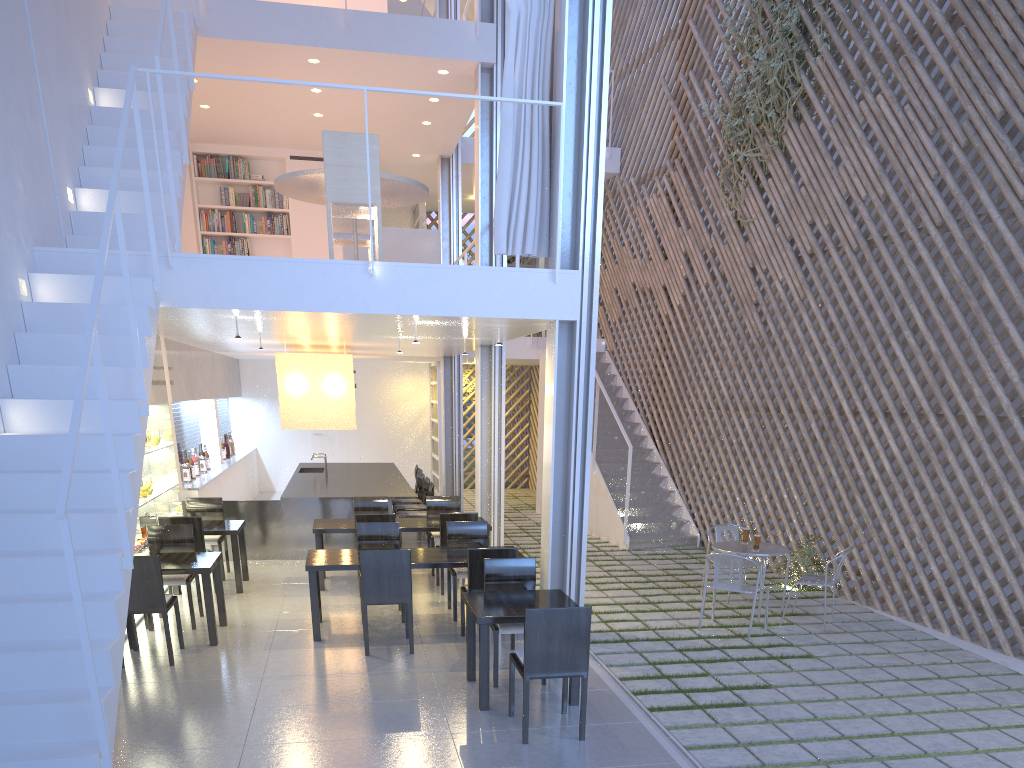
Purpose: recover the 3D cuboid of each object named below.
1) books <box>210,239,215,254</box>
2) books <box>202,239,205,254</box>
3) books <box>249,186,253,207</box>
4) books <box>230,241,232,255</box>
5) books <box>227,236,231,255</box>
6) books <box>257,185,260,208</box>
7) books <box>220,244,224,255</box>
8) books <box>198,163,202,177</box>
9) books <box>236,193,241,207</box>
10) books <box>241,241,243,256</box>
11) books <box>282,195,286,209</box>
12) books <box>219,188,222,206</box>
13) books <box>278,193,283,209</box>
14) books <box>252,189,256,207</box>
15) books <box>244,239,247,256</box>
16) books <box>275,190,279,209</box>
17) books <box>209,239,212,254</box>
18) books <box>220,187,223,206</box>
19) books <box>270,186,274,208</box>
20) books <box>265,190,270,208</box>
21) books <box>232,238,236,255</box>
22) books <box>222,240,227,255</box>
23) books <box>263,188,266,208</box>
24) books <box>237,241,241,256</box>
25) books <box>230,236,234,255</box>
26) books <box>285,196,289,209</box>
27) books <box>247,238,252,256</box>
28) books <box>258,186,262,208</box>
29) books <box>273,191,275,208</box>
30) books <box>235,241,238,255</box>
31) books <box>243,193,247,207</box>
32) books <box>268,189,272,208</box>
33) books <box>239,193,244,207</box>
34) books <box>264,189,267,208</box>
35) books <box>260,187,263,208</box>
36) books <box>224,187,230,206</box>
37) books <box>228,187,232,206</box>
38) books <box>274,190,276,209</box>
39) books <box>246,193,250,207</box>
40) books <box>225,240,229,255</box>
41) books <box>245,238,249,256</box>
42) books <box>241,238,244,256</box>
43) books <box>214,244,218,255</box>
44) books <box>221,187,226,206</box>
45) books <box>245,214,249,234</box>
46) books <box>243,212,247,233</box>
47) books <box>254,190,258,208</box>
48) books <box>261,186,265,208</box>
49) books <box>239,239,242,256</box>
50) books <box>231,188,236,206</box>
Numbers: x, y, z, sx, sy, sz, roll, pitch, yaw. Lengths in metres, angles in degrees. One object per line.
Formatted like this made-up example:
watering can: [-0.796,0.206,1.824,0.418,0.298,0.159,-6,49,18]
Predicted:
books: [-2.193,-0.986,6.042,0.021,0.142,0.064,-3,16,-12]
books: [-2.249,-0.984,6.022,0.006,0.134,0.087,-3,13,-12]
books: [-1.888,-1.348,5.974,0.015,0.154,0.071,-3,16,-12]
books: [-2.064,-0.979,6.063,0.006,0.130,0.074,-3,14,-12]
books: [-2.075,-0.996,6.052,0.015,0.165,0.079,-3,15,-12]
books: [-1.840,-1.353,5.980,0.011,0.166,0.075,-3,16,-12]
books: [-2.131,-0.969,6.063,0.021,0.107,0.057,-3,15,-12]
books: [-2.216,-1.511,5.864,0.021,0.107,0.057,-3,15,-12]
books: [-1.982,-1.328,5.972,0.040,0.110,0.057,-3,15,-11]
books: [-1.988,-0.982,6.069,0.005,0.139,0.087,-3,14,-12]
books: [-1.694,-0.539,4.642,0.037,1.790,3.369,1,4,1]
books: [-1.913,-0.550,4.599,0.080,1.763,3.314,-2,4,-8]
books: [-1.700,-0.555,4.646,0.045,1.752,3.346,1,4,0]
books: [-1.780,-0.553,4.601,0.124,1.760,3.371,0,4,-3]
books: [-1.964,-0.988,6.074,0.010,0.153,0.081,-3,15,-12]
books: [-1.713,-0.549,4.628,0.037,1.763,3.376,1,4,0]
books: [-2.204,-0.986,6.028,0.007,0.139,0.087,-3,14,-12]
books: [-1.898,-0.546,4.603,0.040,1.791,3.295,-2,4,-8]
books: [-1.741,-0.552,4.639,0.030,1.822,3.338,1,4,0]
books: [-1.722,-0.551,4.628,0.034,1.760,3.351,0,4,-2]
books: [-2.042,-0.990,6.064,0.015,0.154,0.071,-3,16,-12]
books: [-2.107,-0.981,6.049,0.021,0.134,0.084,-3,14,-12]
books: [-1.797,-1.342,5.985,0.008,0.145,0.087,-3,14,-12]
books: [-2.009,-0.978,6.071,0.018,0.131,0.078,-3,14,-12]
books: [-2.055,-0.996,6.058,0.011,0.166,0.075,-3,16,-12]
books: [-1.673,-0.550,4.643,0.038,1.761,3.369,1,4,1]
books: [-1.939,-0.989,6.080,0.020,0.157,0.076,-3,15,-12]
books: [-1.761,-0.548,4.650,0.023,1.815,3.290,0,4,-3]
books: [-1.734,-1.334,6.006,0.006,0.130,0.074,-3,14,-12]
books: [-2.025,-0.980,6.064,0.015,0.134,0.084,-3,14,-12]
books: [-1.940,-1.327,5.980,0.040,0.110,0.057,-3,15,-11]
books: [-1.725,-0.571,4.629,0.029,1.726,3.341,0,4,-2]
books: [-1.960,-1.328,5.974,0.040,0.110,0.057,-3,15,-11]
books: [-1.767,-0.540,4.643,0.025,1.797,3.321,0,4,-1]
books: [-1.769,-0.546,4.648,0.024,1.811,3.297,0,4,-2]
books: [-1.874,-0.541,4.596,0.039,1.787,3.342,-2,4,-7]
books: [-1.865,-0.559,4.602,0.037,1.756,3.323,-1,4,-6]
books: [-1.733,-0.539,4.649,0.024,1.797,3.316,1,4,0]
books: [-1.918,-1.327,5.983,0.040,0.110,0.057,-3,15,-11]
books: [-2.090,-0.983,6.053,0.015,0.137,0.081,-3,14,-12]
books: [-1.954,-0.990,6.077,0.011,0.157,0.078,-3,15,-12]
books: [-1.981,-0.990,6.070,0.009,0.158,0.082,-3,15,-12]
books: [-2.173,-0.970,6.055,0.021,0.107,0.057,-3,15,-12]
books: [-1.879,-0.558,4.615,0.027,1.753,3.287,-2,4,-7]
books: [-1.934,-1.161,6.017,0.015,0.139,0.087,-3,14,-12]
books: [-1.950,-1.168,6.015,0.015,0.154,0.081,-3,15,-12]
books: [-1.791,-0.536,4.646,0.030,1.789,3.298,0,4,-3]
books: [-1.757,-0.548,4.651,0.023,1.816,3.294,0,4,-2]
books: [-1.995,-0.985,6.066,0.008,0.145,0.087,-3,14,-12]
books: [-1.876,-0.539,4.613,0.030,1.792,3.315,-1,4,-5]
